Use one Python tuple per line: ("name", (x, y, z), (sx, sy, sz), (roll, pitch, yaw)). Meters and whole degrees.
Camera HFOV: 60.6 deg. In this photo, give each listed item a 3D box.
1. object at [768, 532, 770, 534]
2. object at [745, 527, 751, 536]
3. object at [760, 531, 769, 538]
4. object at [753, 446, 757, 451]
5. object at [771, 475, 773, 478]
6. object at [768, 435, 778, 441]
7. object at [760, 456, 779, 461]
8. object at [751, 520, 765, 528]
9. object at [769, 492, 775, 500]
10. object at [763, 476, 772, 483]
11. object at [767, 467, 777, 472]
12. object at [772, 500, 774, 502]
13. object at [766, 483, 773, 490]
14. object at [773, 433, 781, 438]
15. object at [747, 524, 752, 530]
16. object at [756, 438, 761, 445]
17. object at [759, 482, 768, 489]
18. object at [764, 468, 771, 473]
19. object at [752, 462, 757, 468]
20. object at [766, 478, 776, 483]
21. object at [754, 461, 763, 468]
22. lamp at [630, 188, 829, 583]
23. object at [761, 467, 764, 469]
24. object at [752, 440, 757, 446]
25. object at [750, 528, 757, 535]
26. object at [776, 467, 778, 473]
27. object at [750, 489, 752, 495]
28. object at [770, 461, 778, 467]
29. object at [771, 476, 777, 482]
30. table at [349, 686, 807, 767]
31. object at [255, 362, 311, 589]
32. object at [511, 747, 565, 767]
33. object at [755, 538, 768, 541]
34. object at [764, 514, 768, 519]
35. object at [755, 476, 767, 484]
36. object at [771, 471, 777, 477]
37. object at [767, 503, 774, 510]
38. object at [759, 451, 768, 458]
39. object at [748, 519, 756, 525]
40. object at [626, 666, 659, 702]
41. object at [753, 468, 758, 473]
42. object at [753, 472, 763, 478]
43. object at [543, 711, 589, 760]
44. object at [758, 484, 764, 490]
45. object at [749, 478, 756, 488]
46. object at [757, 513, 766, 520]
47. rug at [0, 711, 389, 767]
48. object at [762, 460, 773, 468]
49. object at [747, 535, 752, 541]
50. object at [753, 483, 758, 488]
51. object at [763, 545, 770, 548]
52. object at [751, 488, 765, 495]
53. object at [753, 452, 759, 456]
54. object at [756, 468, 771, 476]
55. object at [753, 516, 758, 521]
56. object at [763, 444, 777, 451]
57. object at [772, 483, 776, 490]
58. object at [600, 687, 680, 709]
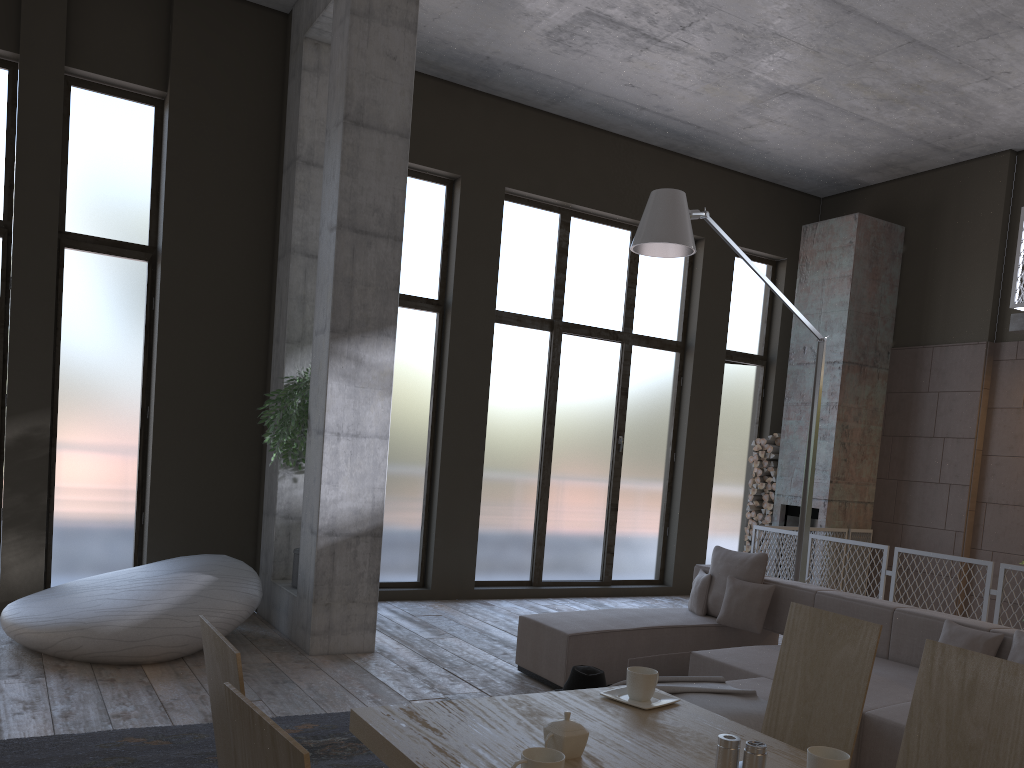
("object", (3.336, 1.820, 10.858), (0.427, 0.085, 0.066), (7, -1, -33))
("object", (3.118, 1.883, 11.165), (0.367, 0.109, 0.088), (7, 0, -31))
("object", (3.265, 1.877, 10.942), (0.457, 0.090, 0.090), (7, -1, -29))
("object", (3.223, 0.830, 11.088), (0.365, 0.069, 0.121), (7, -3, -29))
("object", (3.378, 1.150, 10.968), (0.293, 0.103, 0.103), (7, -1, -31))
("object", (3.328, 0.687, 10.906), (0.361, 0.074, 0.064), (7, -1, -32))
("object", (3.298, 0.946, 10.945), (0.437, 0.080, 0.114), (7, -3, -31))
("object", (3.155, 1.772, 11.044), (0.295, 0.108, 0.098), (6, -1, -29))
("object", (3.333, 1.392, 10.825), (0.367, 0.109, 0.088), (7, 0, -31))
("object", (3.315, 1.206, 11.005), (0.364, 0.087, 0.100), (7, -2, -31))
("object", (3.340, 1.064, 10.874), (0.365, 0.068, 0.121), (7, -3, -29))
("object", (3.378, 1.447, 10.882), (0.364, 0.087, 0.100), (7, -2, -31))
("object", (3.354, 1.286, 10.901), (0.457, 0.090, 0.090), (7, -1, -31))
("object", (3.384, 0.651, 10.864), (0.334, 0.056, 0.087), (7, -3, -31))
("object", (3.080, 1.809, 11.093), (0.252, 0.073, 0.045), (7, 0, -31))
("object", (3.259, 0.745, 11.035), (0.457, 0.091, 0.090), (7, -1, -32))
("object", (3.296, 1.287, 10.964), (0.482, 0.084, 0.093), (7, -2, -31))
("object", (3.292, 1.081, 10.965), (0.361, 0.075, 0.064), (7, -1, -32))
("object", (3.201, 1.031, 11.063), (0.424, 0.068, 0.067), (7, -1, -31))
("object", (3.356, 1.215, 10.913), (0.437, 0.080, 0.114), (7, -3, -31))
("object", (3.238, 1.019, 10.996), (0.482, 0.084, 0.093), (7, -2, -31))
("lamp", (1.834, 0.538, 6.724), (2.639, 3.446, 0.747), (4, 3, -42))
("object", (3.242, 1.040, 11.001), (0.334, 0.057, 0.088), (7, -3, -31))
("object", (3.201, 0.758, 11.076), (0.425, 0.069, 0.067), (7, -1, -31))
("object", (3.200, 1.880, 11.109), (0.439, 0.094, 0.091), (7, -1, -31))
("object", (3.406, 1.092, 10.797), (0.366, 0.127, 0.063), (7, 1, -32))
("object", (3.175, 1.376, 11.086), (0.424, 0.068, 0.067), (7, -1, -31))
("object", (3.371, 1.001, 10.879), (0.425, 0.072, 0.067), (7, -1, -31))
("object", (3.380, 1.186, 10.836), (0.424, 0.073, 0.071), (7, -1, -31))
("table", (1.264, 1.276, 0.384), (1.016, 0.925, 5.160), (5, -4, -30))
("object", (-1.605, 0.718, 7.037), (0.994, 1.875, 0.967), (6, 3, 26))
("object", (0.058, 0.820, 1.832), (0.093, 0.088, 0.117), (4, -1, 24))
("object", (3.244, 1.946, 11.013), (0.482, 0.084, 0.093), (7, -2, -31))
("object", (3.319, 1.660, 10.928), (0.425, 0.072, 0.067), (7, -1, -31))
("object", (3.252, 1.221, 11.060), (0.439, 0.094, 0.091), (7, -1, -31))
("object", (3.363, 1.131, 10.854), (0.427, 0.085, 0.066), (7, -1, -33))
("object", (3.359, 1.528, 10.841), (0.482, 0.084, 0.093), (7, -2, -31))
("object", (3.287, 0.893, 10.945), (0.482, 0.084, 0.093), (7, -2, -31))
("object", (3.147, 1.769, 11.147), (0.294, 0.103, 0.100), (6, -1, -29))
("object", (0.392, 0.907, 2.653), (0.093, 0.088, 0.117), (4, -1, 14))
("object", (3.199, 1.110, 11.099), (0.294, 0.103, 0.100), (6, -1, -29))
("object", (3.132, 1.149, 11.044), (0.252, 0.073, 0.045), (7, 0, -31))
("object", (0.129, 0.840, 2.103), (0.123, 0.112, 0.088), (5, 0, -39))
("object", (3.272, 1.291, 10.969), (0.437, 0.080, 0.114), (7, -3, -31))
("object", (3.157, 1.269, 11.135), (0.365, 0.126, 0.063), (7, 1, -32))
("object", (3.258, 1.668, 10.974), (0.457, 0.090, 0.090), (7, -1, -32))
("rug", (-0.961, 1.847, 4.414), (2.931, 0.049, 1.156), (7, -5, -30))
("object", (3.310, 1.009, 10.925), (0.457, 0.090, 0.090), (7, -1, -32))
("object", (3.167, 1.958, 11.149), (0.424, 0.067, 0.067), (7, -1, -31))
("object", (3.219, 1.299, 11.100), (0.424, 0.067, 0.067), (7, -1, -31))
("object", (3.307, 2.020, 10.937), (0.457, 0.090, 0.090), (7, -1, -31))
("object", (3.212, 1.364, 11.019), (0.482, 0.084, 0.093), (7, -2, -31))
("object", (3.213, 0.902, 11.076), (0.427, 0.087, 0.065), (7, 0, -32))
("object", (3.207, 1.113, 10.996), (0.295, 0.108, 0.098), (6, -1, -29))
("object", (3.190, 1.699, 11.049), (0.334, 0.057, 0.088), (7, -3, -31))
("object", (3.283, 0.801, 10.889), (0.364, 0.084, 0.103), (7, -2, -31))
("object", (3.395, 1.276, 10.824), (0.439, 0.093, 0.091), (7, -1, -31))
("object", (0.386, 0.948, 2.643), (0.186, 0.014, 0.184), (9, -6, -44))
